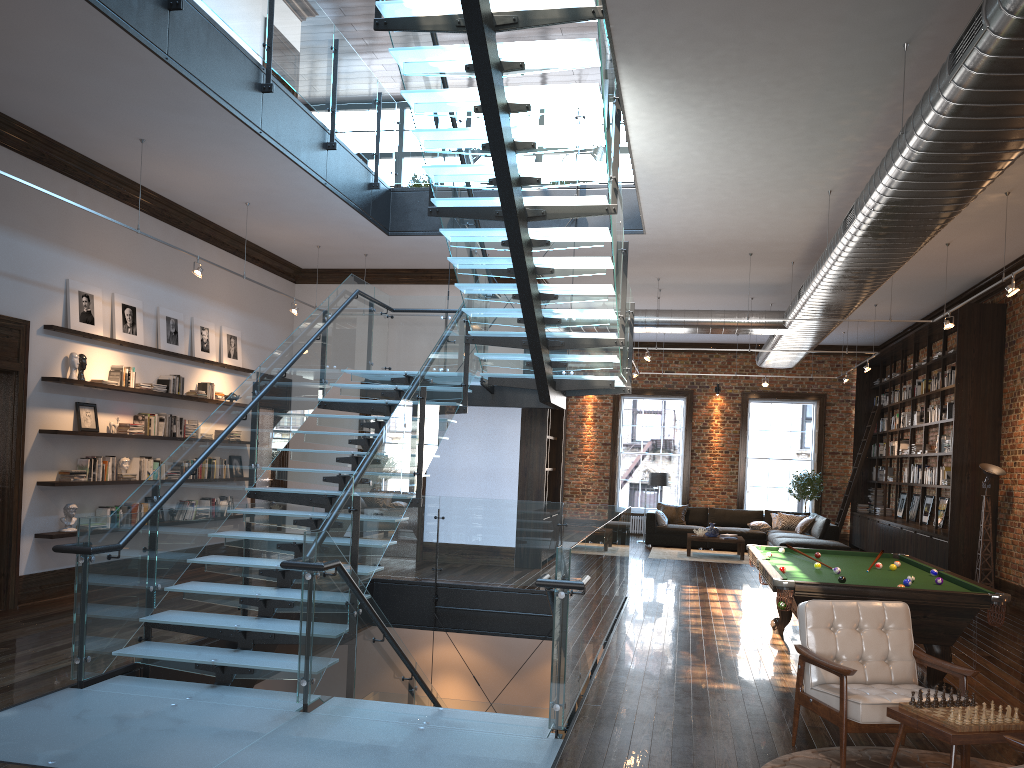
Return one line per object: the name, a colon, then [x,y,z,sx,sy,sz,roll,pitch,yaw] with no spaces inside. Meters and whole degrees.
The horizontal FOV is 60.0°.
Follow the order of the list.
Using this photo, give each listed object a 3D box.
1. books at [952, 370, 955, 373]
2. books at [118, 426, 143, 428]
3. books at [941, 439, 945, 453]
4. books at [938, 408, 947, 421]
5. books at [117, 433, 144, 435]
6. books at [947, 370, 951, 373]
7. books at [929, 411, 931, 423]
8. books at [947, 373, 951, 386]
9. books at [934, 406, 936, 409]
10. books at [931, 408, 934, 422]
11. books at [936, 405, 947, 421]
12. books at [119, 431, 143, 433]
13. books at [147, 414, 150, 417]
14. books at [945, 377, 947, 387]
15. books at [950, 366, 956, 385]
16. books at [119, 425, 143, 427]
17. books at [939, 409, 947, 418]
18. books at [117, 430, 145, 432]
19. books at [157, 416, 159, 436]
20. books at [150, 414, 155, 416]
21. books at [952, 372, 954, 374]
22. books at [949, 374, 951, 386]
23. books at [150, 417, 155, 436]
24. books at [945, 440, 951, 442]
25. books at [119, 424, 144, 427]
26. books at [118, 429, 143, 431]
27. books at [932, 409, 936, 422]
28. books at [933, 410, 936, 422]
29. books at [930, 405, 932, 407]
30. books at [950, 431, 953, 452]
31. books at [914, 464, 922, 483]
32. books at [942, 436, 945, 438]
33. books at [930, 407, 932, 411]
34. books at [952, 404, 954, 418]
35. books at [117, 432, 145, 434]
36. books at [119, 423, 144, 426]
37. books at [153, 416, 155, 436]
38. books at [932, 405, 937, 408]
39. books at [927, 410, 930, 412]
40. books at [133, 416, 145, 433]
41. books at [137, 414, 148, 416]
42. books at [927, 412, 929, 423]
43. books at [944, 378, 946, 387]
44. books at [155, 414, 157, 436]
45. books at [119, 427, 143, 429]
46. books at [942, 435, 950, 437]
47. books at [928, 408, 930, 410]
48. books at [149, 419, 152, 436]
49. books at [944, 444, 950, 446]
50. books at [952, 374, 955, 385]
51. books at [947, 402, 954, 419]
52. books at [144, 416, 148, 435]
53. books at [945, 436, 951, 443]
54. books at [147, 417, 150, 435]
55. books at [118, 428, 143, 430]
books: [6.854,-0.077,13.627,0.168,0.262,0.016,2,0,11]
books: [-4.220,0.479,9.812,0.142,0.011,0.257,2,-5,9]
books: [6.882,0.988,14.021,0.184,0.221,0.033,2,0,11]
books: [6.956,0.506,14.274,0.171,0.237,0.058,2,0,11]
books: [-4.225,0.553,9.813,0.141,0.011,0.287,1,-5,13]
books: [6.927,-0.063,13.944,0.150,0.294,0.032,2,0,11]
books: [7.050,0.563,14.770,0.181,0.208,0.030,2,0,11]
books: [6.893,-0.047,13.846,0.184,0.242,0.030,2,0,11]
books: [7.061,0.512,14.687,0.138,0.296,0.024,2,0,11]
books: [7.051,0.528,14.718,0.166,0.268,0.011,2,0,11]
books: [6.969,0.485,14.351,0.183,0.285,0.034,2,0,11]
books: [-4.218,0.532,9.812,0.142,0.011,0.258,2,-5,7]
books: [-4.171,0.459,10.047,0.138,0.243,0.005,2,0,11]
books: [6.896,-0.012,13.903,0.189,0.182,0.025,2,0,11]
books: [6.861,-0.108,13.677,0.180,0.332,0.016,2,0,11]
books: [-4.217,0.468,9.812,0.142,0.011,0.257,2,-5,8]
books: [6.959,0.512,14.244,0.182,0.218,0.051,2,0,11]
books: [-4.217,0.522,9.812,0.141,0.011,0.289,1,-5,16]
books: [-4.133,0.484,10.214,0.137,0.227,0.022,2,0,11]
books: [-4.150,0.465,10.133,0.146,0.248,0.006,2,0,11]
books: [6.850,-0.066,13.607,0.172,0.236,0.025,2,0,11]
books: [6.895,-0.044,13.816,0.168,0.231,0.028,2,0,11]
books: [-4.143,0.477,10.083,0.166,0.215,0.013,2,0,11]
books: [6.863,0.890,13.783,0.159,0.012,0.352,2,-5,10]
books: [-4.221,0.457,9.813,0.141,0.011,0.287,1,-5,13]
books: [-4.221,0.511,9.813,0.142,0.011,0.257,1,-5,14]
books: [7.035,0.535,14.649,0.160,0.241,0.031,2,0,11]
books: [6.997,0.537,14.507,0.180,0.209,0.024,2,0,11]
books: [7.115,0.525,14.981,0.142,0.323,0.116,2,-1,11]
books: [6.789,0.882,13.526,0.180,0.339,0.013,2,0,11]
books: [7.197,1.583,15.625,0.182,0.336,0.015,2,0,11]
books: [6.912,0.975,14.162,0.183,0.273,0.015,2,0,11]
books: [7.076,0.532,14.845,0.159,0.285,0.014,2,0,11]
books: [6.785,0.427,13.447,0.187,0.230,0.035,2,0,11]
books: [-4.218,0.543,9.812,0.141,0.011,0.289,1,-5,16]
books: [-4.214,0.447,9.812,0.141,0.011,0.289,2,-5,7]
books: [-4.150,0.477,10.127,0.159,0.223,0.006,2,0,11]
books: [7.056,0.510,14.732,0.152,0.307,0.016,2,0,11]
books: [7.076,0.560,14.929,0.186,0.244,0.079,2,-1,11]
books: [-4.194,0.466,9.969,0.142,0.213,0.005,2,0,11]
books: [-4.182,0.461,10.035,0.132,0.235,0.009,2,0,11]
books: [7.070,0.574,14.898,0.223,0.209,0.065,2,-1,11]
books: [6.965,0.004,14.194,0.188,0.208,0.052,2,0,11]
books: [-4.144,0.466,10.148,0.167,0.251,0.022,2,0,11]
books: [-4.218,0.489,9.812,0.142,0.011,0.257,2,-5,8]
books: [6.961,0.975,14.269,0.153,0.295,0.016,2,0,11]
books: [7.091,0.548,14.974,0.179,0.274,0.098,2,-1,11]
books: [-4.154,0.485,10.037,0.160,0.191,0.006,2,0,11]
books: [6.858,0.950,13.783,0.159,0.012,0.353,2,-5,9]
books: [6.835,-0.054,13.558,0.190,0.202,0.027,2,0,11]
books: [6.773,0.415,13.527,0.245,0.265,0.038,2,0,11]
books: [-4.173,0.469,9.987,0.153,0.212,0.005,2,0,11]
books: [6.906,0.963,13.982,0.137,0.267,0.034,2,0,11]
books: [-4.162,0.473,10.003,0.157,0.208,0.005,2,0,11]
books: [-4.221,0.500,9.812,0.142,0.011,0.257,2,-5,9]
